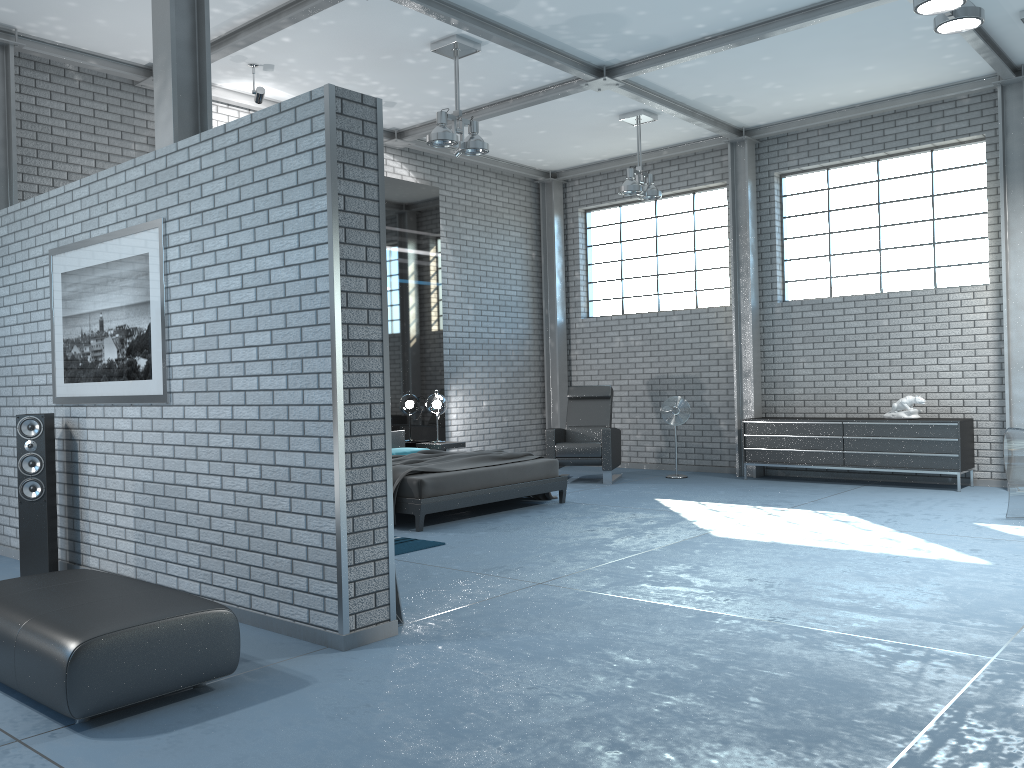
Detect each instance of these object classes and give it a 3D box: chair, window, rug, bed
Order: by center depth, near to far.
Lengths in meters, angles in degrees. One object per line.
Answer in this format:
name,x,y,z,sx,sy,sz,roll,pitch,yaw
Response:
rug,-1.557,1.190,6.770,2.060,0.012,0.886,-1,0,41
bed,-0.898,0.846,8.509,2.261,0.674,2.290,-1,0,41
window,4.004,-1.711,9.652,2.200,1.500,0.100,-1,0,41
chair,0.861,0.572,10.388,0.763,1.099,0.940,-1,0,16
window,1.884,-1.659,11.479,2.200,1.500,0.100,-1,0,41

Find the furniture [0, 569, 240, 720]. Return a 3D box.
furniture,-1.766,1.003,3.654,1.291,0.301,0.685,-1,0,41

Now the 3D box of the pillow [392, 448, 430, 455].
pillow,-1.565,0.748,8.976,0.567,0.115,1.810,-1,0,41

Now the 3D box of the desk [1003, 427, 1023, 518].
desk,4.082,0.686,6.249,0.593,0.718,1.358,-2,0,6

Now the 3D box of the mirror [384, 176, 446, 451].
mirror,-1.947,-0.553,9.262,0.050,3.500,3.400,-1,0,41

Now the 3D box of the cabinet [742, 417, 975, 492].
cabinet,3.607,0.709,9.410,2.250,0.682,0.510,-1,0,41

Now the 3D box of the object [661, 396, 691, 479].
object,1.913,0.616,10.365,0.342,0.954,0.258,-2,0,6

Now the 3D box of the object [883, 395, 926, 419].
object,4.006,0.238,9.052,0.151,0.244,0.496,-2,0,-24

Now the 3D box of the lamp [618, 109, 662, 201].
lamp,1.369,-2.457,9.527,0.300,0.872,0.639,-1,0,41

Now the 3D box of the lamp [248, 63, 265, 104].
lamp,-2.253,-2.639,7.804,0.137,0.311,0.166,-2,0,-24

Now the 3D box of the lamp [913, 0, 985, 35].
lamp,2.420,-2.475,4.926,0.300,0.872,0.639,-1,0,41

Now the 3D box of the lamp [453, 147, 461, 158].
lamp,-0.585,-2.671,9.761,0.161,0.343,0.137,-1,0,11

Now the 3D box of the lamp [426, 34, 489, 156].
lamp,-0.458,-2.404,7.406,0.300,0.872,0.639,-1,0,41

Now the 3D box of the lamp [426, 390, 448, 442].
lamp,-0.852,0.361,10.120,0.259,0.596,0.250,-2,0,-41

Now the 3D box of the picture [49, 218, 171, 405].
picture,-2.453,-0.386,5.334,1.490,1.015,0.020,-1,0,41

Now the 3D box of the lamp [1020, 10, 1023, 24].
lamp,4.247,-2.528,7.047,0.300,0.872,0.639,-1,0,41

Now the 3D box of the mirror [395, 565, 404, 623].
mirror,-0.847,0.689,4.495,0.674,0.978,0.165,-1,0,41

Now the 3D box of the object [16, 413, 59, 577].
object,-2.951,0.709,5.517,0.159,1.045,0.254,-2,0,-14

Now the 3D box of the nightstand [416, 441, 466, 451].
nightstand,-0.800,0.915,10.053,0.400,0.501,0.400,-1,0,41
